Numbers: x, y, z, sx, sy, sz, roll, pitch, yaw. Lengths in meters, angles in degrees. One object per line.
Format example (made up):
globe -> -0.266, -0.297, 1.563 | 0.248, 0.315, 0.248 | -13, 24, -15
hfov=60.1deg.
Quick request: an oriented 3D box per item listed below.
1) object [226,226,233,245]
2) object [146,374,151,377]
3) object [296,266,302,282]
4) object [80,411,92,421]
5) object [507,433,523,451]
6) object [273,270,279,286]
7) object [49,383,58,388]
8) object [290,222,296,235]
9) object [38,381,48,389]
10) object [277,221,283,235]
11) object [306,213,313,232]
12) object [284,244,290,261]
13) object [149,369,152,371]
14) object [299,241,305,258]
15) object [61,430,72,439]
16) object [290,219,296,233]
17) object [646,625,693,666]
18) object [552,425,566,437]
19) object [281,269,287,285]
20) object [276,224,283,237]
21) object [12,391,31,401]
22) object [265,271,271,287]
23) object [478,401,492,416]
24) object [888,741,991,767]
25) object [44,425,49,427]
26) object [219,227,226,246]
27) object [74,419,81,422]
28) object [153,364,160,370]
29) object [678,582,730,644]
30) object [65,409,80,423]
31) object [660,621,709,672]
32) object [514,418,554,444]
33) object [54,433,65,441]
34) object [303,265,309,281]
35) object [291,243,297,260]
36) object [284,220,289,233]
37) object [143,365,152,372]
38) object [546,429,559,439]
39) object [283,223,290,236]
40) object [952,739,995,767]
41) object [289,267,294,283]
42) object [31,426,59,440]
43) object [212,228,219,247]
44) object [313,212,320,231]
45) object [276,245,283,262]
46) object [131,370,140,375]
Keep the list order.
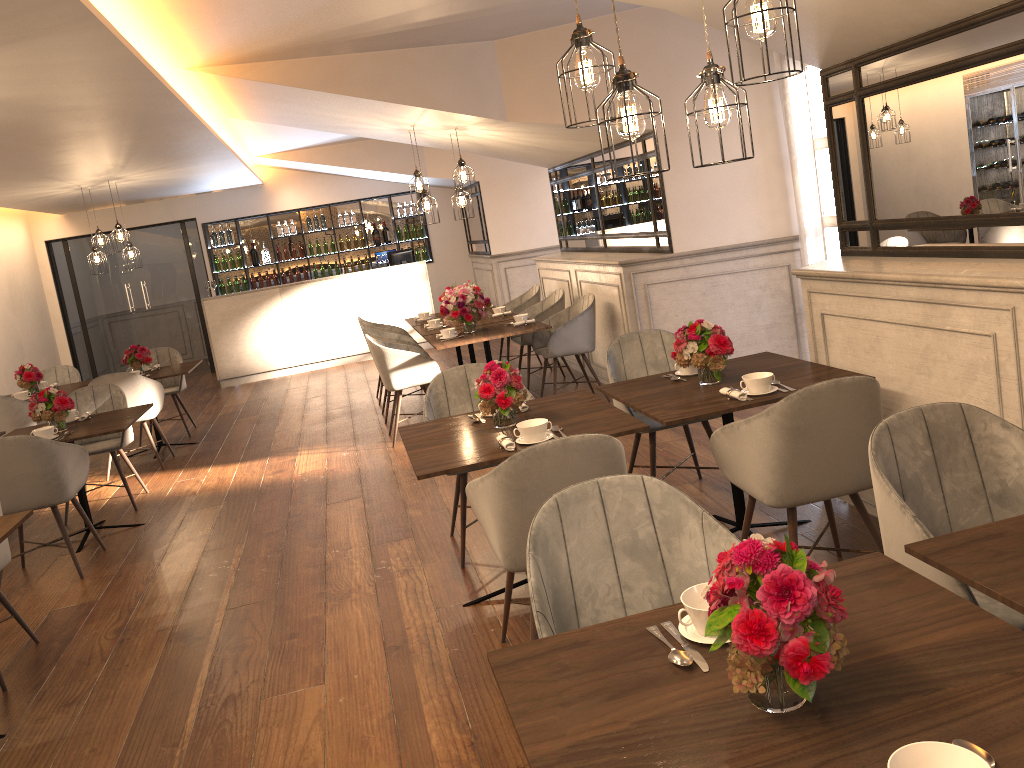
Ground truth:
object -> -4.234, -2.237, 13.246 | 0.075, 0.308, 0.076 | -4, 9, 36
object -> -3.204, -0.067, 7.794 | 0.043, 0.015, 0.198 | -12, 11, -14
object -> -3.269, -1.675, 13.534 | 0.066, 0.259, 0.066 | -14, 9, -32
object -> -2.852, 0.213, 5.925 | 0.056, 0.039, 0.177 | -11, 10, -10
object -> 0.008, 0.221, 3.401 | 0.025, 0.024, 0.194 | -11, 11, -10
object -> -3.604, -1.608, 13.471 | 0.066, 0.259, 0.066 | -14, 9, -32
object -> -4.247, 0.018, 8.192 | 0.056, 0.039, 0.177 | -11, 10, -10
object -> -3.320, -2.359, 13.426 | 0.070, 0.188, 0.041 | -11, 8, -11
object -> -4.359, 0.024, 8.168 | 0.148, 0.072, 0.150 | -7, 10, 12
object -> -3.521, -2.355, 13.385 | 0.069, 0.207, 0.040 | -11, 8, -11
object -> -3.087, -2.467, 13.464 | 0.075, 0.308, 0.076 | -6, 8, 22
object -> -3.434, -2.006, 13.468 | 0.066, 0.259, 0.066 | -14, 9, -32
object -> -3.389, -0.145, 8.346 | 0.025, 0.024, 0.194 | -11, 11, -10
object -> -3.221, -2.049, 13.509 | 0.066, 0.259, 0.066 | -14, 9, -32
object -> -2.696, 0.306, 5.358 | 0.043, 0.015, 0.198 | -12, 11, -14
object -> -3.326, -2.394, 13.422 | 0.069, 0.207, 0.040 | -11, 8, -11
object -> 0.303, 0.498, 1.693 | 0.043, 0.015, 0.198 | -11, 11, -6
object -> 0.193, 0.187, 3.446 | 0.043, 0.015, 0.198 | -12, 11, -14
object -> -3.482, -1.633, 13.494 | 0.066, 0.259, 0.066 | -14, 9, -32
object -> -3.515, -2.320, 13.389 | 0.070, 0.188, 0.041 | -11, 8, -11
object -> -4.201, 0.108, 7.582 | 0.148, 0.072, 0.150 | -3, 12, 32
object -> -3.711, -1.587, 13.450 | 0.066, 0.259, 0.066 | -14, 9, -32
object -> -0.075, 0.100, 3.990 | 0.149, 0.072, 0.148 | -18, 13, -42
object -> 0.554, 0.531, 1.140 | 0.149, 0.072, 0.148 | -18, 13, -42
object -> -3.065, 0.271, 5.866 | 0.043, 0.015, 0.198 | -12, 11, -14
object -> -4.335, -2.216, 13.227 | 0.075, 0.308, 0.076 | -5, 9, 32
object -> -2.882, 0.228, 5.910 | 0.025, 0.024, 0.194 | -11, 11, -10
object -> -3.359, -0.160, 8.361 | 0.056, 0.039, 0.177 | -11, 10, -10
object -> 0.396, 0.447, 1.727 | 0.149, 0.072, 0.148 | -18, 13, -42
object -> -2.965, 0.219, 5.902 | 0.148, 0.072, 0.150 | -3, 12, 32
object -> 0.332, 0.499, 1.692 | 0.022, 0.004, 0.212 | -11, 11, -10
object -> 0.083, 0.184, 3.403 | 0.149, 0.072, 0.148 | -18, 13, -42
object -> -2.731, 0.317, 5.359 | 0.022, 0.004, 0.212 | -11, 11, -10
object -> -3.162, -1.697, 13.555 | 0.066, 0.259, 0.066 | -14, 9, -32
object -> -3.328, -2.028, 13.488 | 0.066, 0.259, 0.066 | -14, 9, -32
object -> -3.423, -2.375, 13.403 | 0.069, 0.207, 0.040 | -11, 8, -11
object -> -3.472, -0.155, 8.337 | 0.148, 0.072, 0.150 | -7, 10, 12
object -> 0.159, 0.199, 3.447 | 0.022, 0.004, 0.212 | -11, 11, -10
object -> -3.418, -2.340, 13.408 | 0.070, 0.188, 0.041 | -11, 8, -11
object -> 0.664, 0.534, 1.184 | 0.043, 0.015, 0.198 | -12, 11, -14
object -> -3.376, -1.654, 13.514 | 0.066, 0.259, 0.066 | -14, 9, -32
object -> -2.806, 0.303, 5.315 | 0.148, 0.072, 0.150 | -3, 12, 32
object -> -4.436, -2.196, 13.208 | 0.075, 0.308, 0.076 | -7, 8, 15
object -> -2.986, -2.487, 13.483 | 0.075, 0.308, 0.076 | -9, 8, 0
object -> -3.541, -1.985, 13.448 | 0.066, 0.259, 0.066 | -14, 9, -32
object -> -3.314, -0.071, 7.751 | 0.148, 0.072, 0.150 | -3, 12, 32
